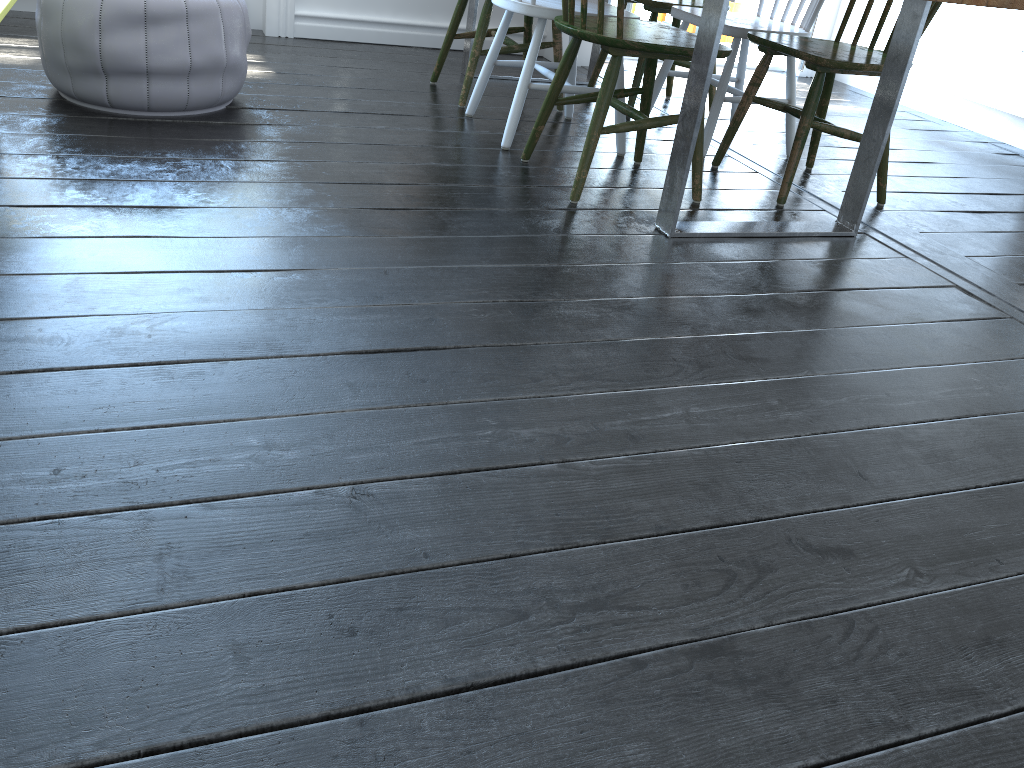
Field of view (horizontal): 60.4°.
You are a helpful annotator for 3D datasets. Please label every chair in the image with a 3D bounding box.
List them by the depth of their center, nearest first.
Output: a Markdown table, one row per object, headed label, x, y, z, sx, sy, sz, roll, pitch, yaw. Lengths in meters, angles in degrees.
| label | x | y | z | sx | sy | sz | roll | pitch | yaw |
| --- | --- | --- | --- | --- | --- | --- | --- | --- | --- |
| chair | 0.319 | -0.956 | 2.449 | 0.486 | 0.790 | 0.488 | -3 | 29 | -23 |
| chair | 1.011 | -1.006 | 2.723 | 0.486 | 0.791 | 0.488 | -3 | 29 | -23 |
| chair | 0.120 | -1.215 | 2.834 | 0.510 | 0.805 | 0.487 | -2 | 29 | -22 |
| chair | 0.859 | -1.274 | 3.137 | 0.510 | 0.805 | 0.487 | -2 | 29 | -22 |
| chair | -0.034 | -1.469 | 3.254 | 0.486 | 0.791 | 0.488 | -3 | 29 | -23 |
| chair | 0.658 | -1.519 | 3.528 | 0.486 | 0.790 | 0.488 | -3 | 29 | -23 |

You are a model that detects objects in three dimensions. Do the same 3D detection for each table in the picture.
| label | x | y | z | sx | sy | sz | roll | pitch | yaw |
| --- | --- | --- | --- | --- | --- | --- | --- | --- | --- |
| table | -1.299 | -0.481 | 1.591 | 0.601 | 0.382 | 1.465 | -3 | 31 | -21 |
| table | 0.438 | -1.244 | 3.092 | 1.019 | 0.685 | 2.330 | -3 | 31 | -21 |

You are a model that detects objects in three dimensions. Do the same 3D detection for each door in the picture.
| label | x | y | z | sx | sy | sz | roll | pitch | yaw |
| --- | --- | --- | --- | --- | --- | --- | --- | --- | --- |
| door | 0.585 | -2.668 | 4.279 | 0.105 | 1.936 | 0.613 | 1 | 27 | -17 |
| door | 1.635 | -2.744 | 4.698 | 0.105 | 1.936 | 0.610 | -4 | 29 | -26 |

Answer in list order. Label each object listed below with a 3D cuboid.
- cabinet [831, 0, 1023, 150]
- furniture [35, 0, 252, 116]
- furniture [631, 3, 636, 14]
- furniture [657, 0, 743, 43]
| label | x | y | z | sx | sy | sz | roll | pitch | yaw |
| --- | --- | --- | --- | --- | --- | --- | --- | --- | --- |
| cabinet | 2.493 | -1.299 | 3.648 | 0.728 | 0.778 | 3.338 | 2 | 30 | -14 |
| furniture | -1.125 | -1.077 | 2.726 | 0.618 | 0.401 | 0.636 | -6 | 32 | -26 |
| furniture | 0.492 | -2.663 | 5.930 | 0.601 | 0.358 | 0.418 | -3 | 30 | -22 |
| furniture | 1.422 | -2.596 | 6.063 | 0.401 | 0.358 | 0.963 | -3 | 31 | -21 |
